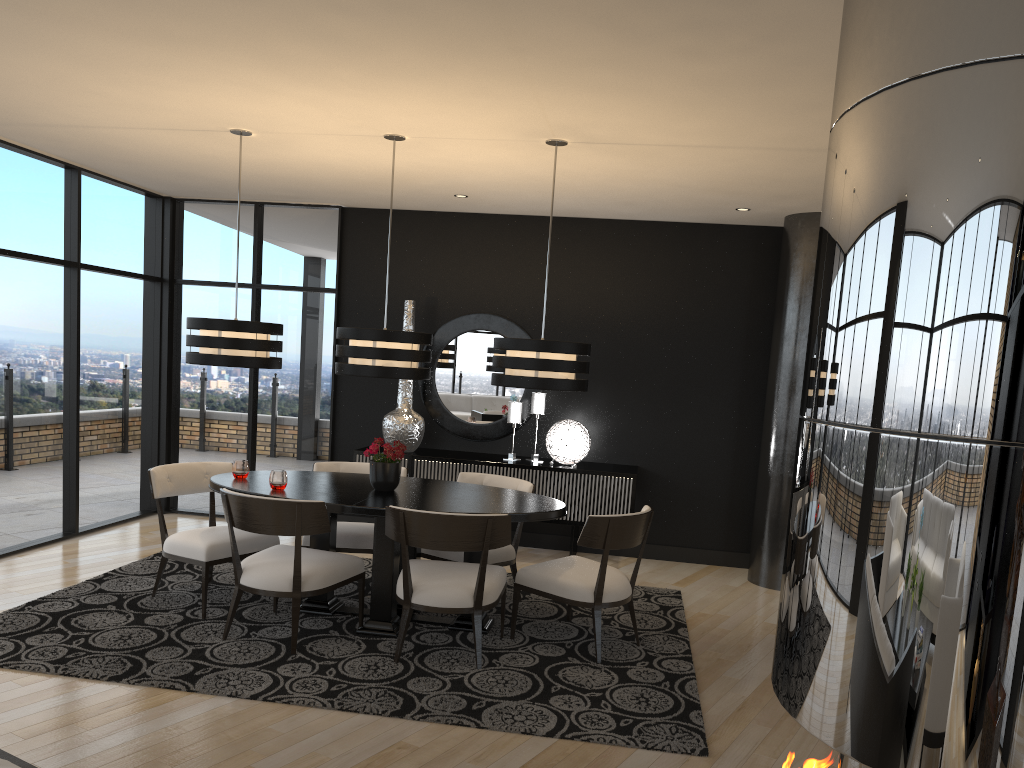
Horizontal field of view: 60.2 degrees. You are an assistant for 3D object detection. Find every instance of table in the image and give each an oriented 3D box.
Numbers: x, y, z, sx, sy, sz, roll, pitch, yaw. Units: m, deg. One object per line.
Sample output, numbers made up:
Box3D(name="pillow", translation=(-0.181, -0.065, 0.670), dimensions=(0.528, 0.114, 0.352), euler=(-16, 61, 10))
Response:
Box3D(name="table", translation=(-0.751, 0.997, 5.148), dimensions=(2.103, 0.776, 1.201), euler=(4, 3, 10))

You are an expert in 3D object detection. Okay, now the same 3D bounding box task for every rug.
Box3D(name="rug", translation=(-0.836, 1.372, 5.218), dimensions=(3.717, 0.011, 2.700), euler=(4, 2, 8))

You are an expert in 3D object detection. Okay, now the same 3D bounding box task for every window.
Box3D(name="window", translation=(2.679, -0.682, 0.896), dimensions=(15.848, 4.829, 10.076), euler=(5, 3, 17))

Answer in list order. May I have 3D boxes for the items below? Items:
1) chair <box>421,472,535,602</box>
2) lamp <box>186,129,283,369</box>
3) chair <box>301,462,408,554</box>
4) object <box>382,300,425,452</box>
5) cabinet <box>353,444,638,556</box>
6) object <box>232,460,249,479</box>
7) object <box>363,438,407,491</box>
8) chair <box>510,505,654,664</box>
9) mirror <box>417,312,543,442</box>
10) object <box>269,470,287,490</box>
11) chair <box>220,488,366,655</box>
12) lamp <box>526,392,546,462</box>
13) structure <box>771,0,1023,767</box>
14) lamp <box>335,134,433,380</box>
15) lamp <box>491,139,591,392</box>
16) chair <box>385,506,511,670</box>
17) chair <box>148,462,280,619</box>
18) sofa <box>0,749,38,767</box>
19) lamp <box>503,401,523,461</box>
Box3D(name="chair", translation=(-0.236, 1.002, 5.596), dimensions=(0.639, 0.814, 0.614), euler=(8, 6, 36))
Box3D(name="lamp", translation=(-1.576, -0.769, 5.075), dimensions=(0.535, 1.341, 0.531), euler=(5, 6, 7))
Box3D(name="chair", translation=(-1.017, 0.944, 5.747), dimensions=(0.643, 0.814, 0.610), euler=(3, 5, -6))
Box3D(name="object", translation=(-0.851, -0.059, 7.101), dimensions=(0.342, 1.220, 0.341), euler=(6, 7, 17))
Box3D(name="cabinet", translation=(-0.136, 0.983, 7.174), dimensions=(2.234, 0.774, 0.606), euler=(4, 5, 8))
Box3D(name="object", translation=(-1.582, 0.498, 5.147), dimensions=(0.095, 0.107, 0.094), euler=(2, 5, -26))
Box3D(name="object", translation=(-0.725, 0.464, 5.068), dimensions=(0.237, 0.301, 0.227), euler=(5, 5, 10))
Box3D(name="chair", translation=(0.421, 1.066, 4.910), dimensions=(0.612, 0.814, 0.641), euler=(8, 6, 37))
Box3D(name="mirror", translation=(-0.264, -0.055, 7.367), dimensions=(1.075, 1.088, 0.025), euler=(4, 7, 8))
Box3D(name="object", translation=(-1.281, 0.527, 4.839), dimensions=(0.095, 0.107, 0.095), euler=(5, 5, 19))
Box3D(name="chair", translation=(-1.194, 0.961, 4.710), dimensions=(0.641, 0.814, 0.612), euler=(5, 5, 18))
Box3D(name="lamp", translation=(0.199, 0.345, 7.099), dimensions=(0.125, 0.555, 0.131), euler=(0, 8, -29))
Box3D(name="structure", translation=(0.897, 0.208, 1.851), dimensions=(0.585, 2.769, 0.885), euler=(6, 7, 18))
Box3D(name="lamp", translation=(-0.690, -0.705, 4.946), dimensions=(0.535, 1.341, 0.531), euler=(5, 6, 7))
Box3D(name="lamp", translation=(0.196, -0.641, 4.817), dimensions=(0.535, 1.341, 0.531), euler=(5, 6, 7))
Box3D(name="chair", translation=(-0.337, 1.022, 4.621), dimensions=(0.642, 0.814, 0.611), euler=(4, 5, 1))
Box3D(name="chair", translation=(-1.800, 0.904, 5.278), dimensions=(0.613, 0.814, 0.640), euler=(7, 6, 29))
Box3D(name="sofa", translation=(-1.402, 1.038, 1.502), dimensions=(2.022, 0.811, 0.835), euler=(5, 4, 30))
Box3D(name="lamp", translation=(0.015, 0.376, 7.070), dimensions=(0.124, 0.470, 0.131), euler=(8, 8, 30))
